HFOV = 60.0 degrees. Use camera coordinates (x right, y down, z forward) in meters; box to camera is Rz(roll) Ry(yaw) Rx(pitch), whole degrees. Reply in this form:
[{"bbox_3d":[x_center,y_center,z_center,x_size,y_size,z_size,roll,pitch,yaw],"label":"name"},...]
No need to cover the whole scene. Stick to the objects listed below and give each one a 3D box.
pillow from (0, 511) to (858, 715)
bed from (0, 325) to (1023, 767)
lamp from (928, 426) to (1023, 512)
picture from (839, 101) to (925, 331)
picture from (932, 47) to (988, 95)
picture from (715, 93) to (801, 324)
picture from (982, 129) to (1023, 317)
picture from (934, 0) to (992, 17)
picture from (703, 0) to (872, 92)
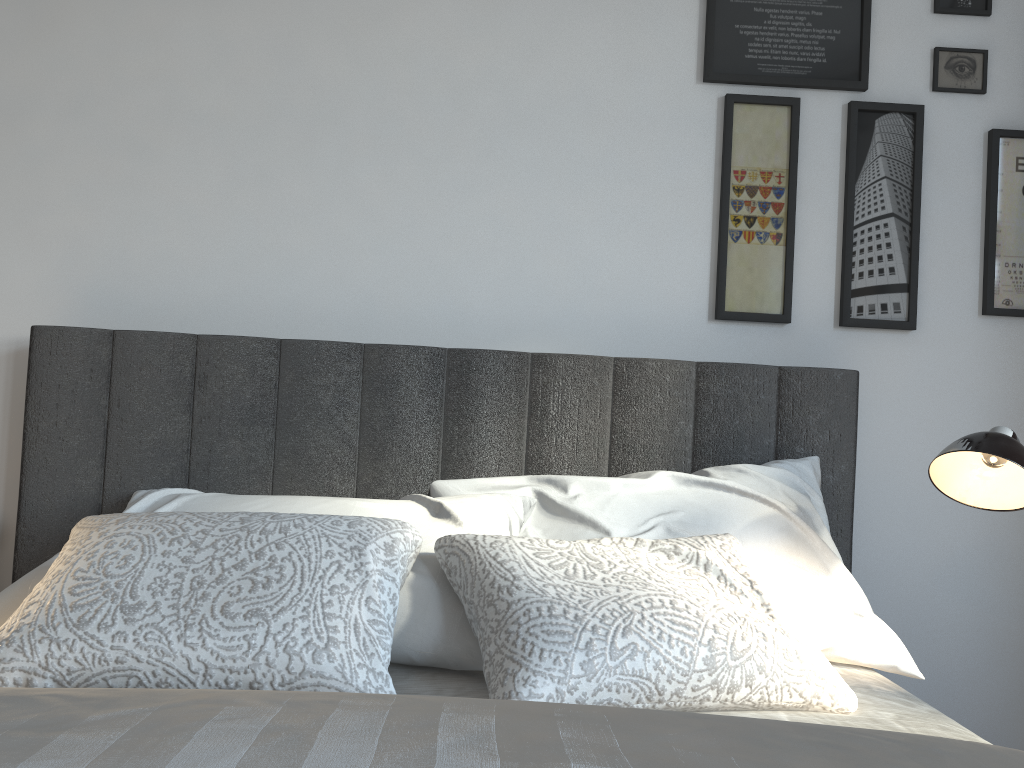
[{"bbox_3d":[-0.105,0.308,1.222,1.146,0.225,0.416,4,-3,-8],"label":"pillow"},{"bbox_3d":[-0.135,0.393,0.789,1.888,1.046,2.178,3,-3,-1],"label":"bed"},{"bbox_3d":[0.978,0.555,1.583,0.801,0.935,0.450,4,-3,-18],"label":"lamp"},{"bbox_3d":[0.821,-0.374,1.969,0.165,0.504,0.020,3,-2,-1],"label":"picture"},{"bbox_3d":[1.005,-0.702,1.987,0.119,0.098,0.010,3,-2,-1],"label":"picture"},{"bbox_3d":[0.545,-0.389,1.966,0.165,0.504,0.020,3,-2,-1],"label":"picture"},{"bbox_3d":[1.239,-0.351,1.975,0.365,0.415,0.021,3,-2,-1],"label":"picture"},{"bbox_3d":[1.018,-0.932,1.996,0.128,0.201,0.011,3,-2,-1],"label":"picture"},{"bbox_3d":[0.616,-0.780,1.981,0.365,0.232,0.020,3,-2,-1],"label":"picture"}]
